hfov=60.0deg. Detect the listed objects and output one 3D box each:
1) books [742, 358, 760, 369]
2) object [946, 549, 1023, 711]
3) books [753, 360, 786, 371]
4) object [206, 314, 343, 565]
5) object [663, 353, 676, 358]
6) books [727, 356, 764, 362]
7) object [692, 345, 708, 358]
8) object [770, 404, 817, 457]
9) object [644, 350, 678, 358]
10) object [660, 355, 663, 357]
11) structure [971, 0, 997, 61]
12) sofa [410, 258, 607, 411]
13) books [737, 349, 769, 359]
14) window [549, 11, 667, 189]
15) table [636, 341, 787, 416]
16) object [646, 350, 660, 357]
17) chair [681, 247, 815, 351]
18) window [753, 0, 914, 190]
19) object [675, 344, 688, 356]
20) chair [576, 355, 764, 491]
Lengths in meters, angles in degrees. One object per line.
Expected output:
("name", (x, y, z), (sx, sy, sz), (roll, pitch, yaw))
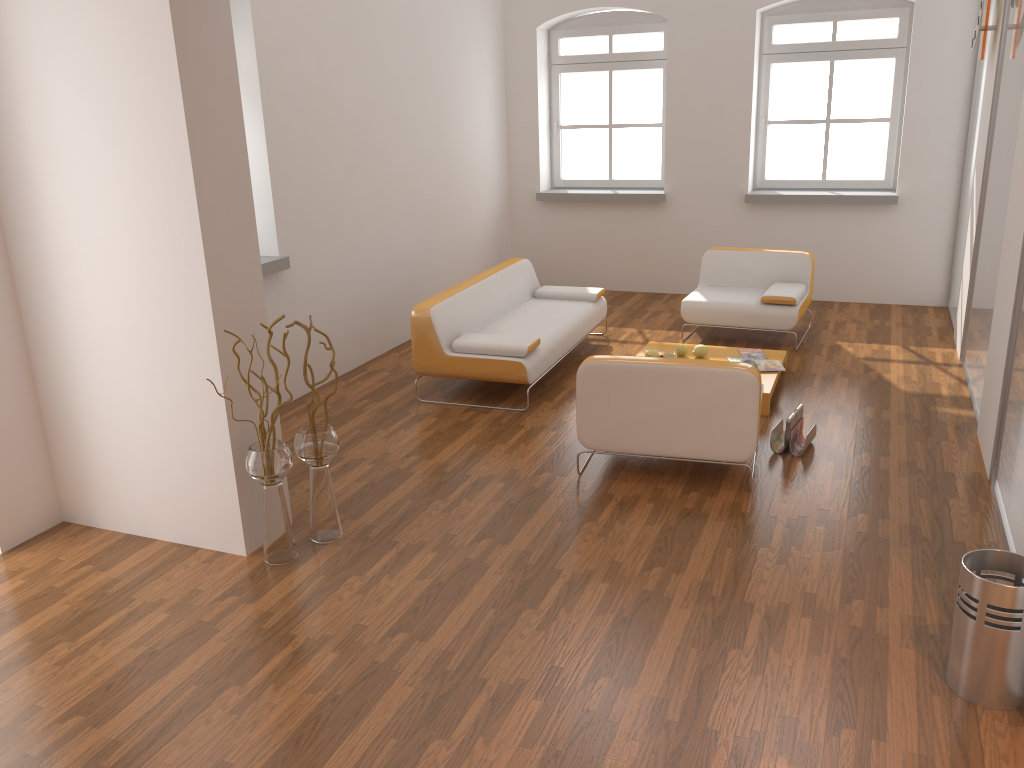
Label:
("books", (1.644, -0.136, 6.042), (0.171, 0.004, 0.249), (15, 25, 43))
("object", (1.586, 0.801, 2.909), (0.248, 0.450, 0.248), (-10, 19, -22))
("books", (1.736, -0.124, 5.983), (0.171, 0.004, 0.249), (0, 18, 6))
("object", (-1.025, 0.249, 3.834), (0.284, 1.112, 0.655), (14, 24, 41))
("object", (1.090, -0.172, 6.134), (0.091, 0.065, 0.092), (-7, 18, -15))
("books", (1.626, -0.165, 6.150), (0.249, 0.004, 0.171), (-3, 18, -2))
("object", (1.327, -0.232, 6.249), (0.105, 0.091, 0.103), (3, 19, 16))
("object", (1.588, 0.254, 4.994), (0.189, 0.217, 0.281), (9, 21, 30))
("object", (1.037, -0.181, 6.190), (0.227, 0.048, 0.227), (2, 18, 12))
("object", (1.033, -0.192, 6.218), (0.134, 0.037, 0.061), (8, 20, 28))
("structure", (3.256, -2.631, 6.039), (0.125, 0.800, 0.605), (5, 19, 22))
("sofa", (0.065, -0.460, 6.659), (0.825, 0.661, 2.010), (5, 19, 20))
("books", (1.707, -0.214, 6.292), (0.171, 0.004, 0.249), (-1, 18, 3))
("window", (1.000, -2.854, 9.020), (1.308, 1.737, 0.142), (5, 19, 22))
("table", (1.318, -0.062, 6.113), (1.000, 0.150, 1.000), (5, 19, 22))
("object", (0.975, -0.191, 6.139), (0.102, 0.095, 0.101), (-4, 18, -7))
("chair", (1.937, -0.724, 7.271), (0.923, 0.661, 0.825), (6, 20, 25))
("window", (2.949, -2.673, 8.244), (1.308, 1.737, 0.142), (5, 19, 22))
("object", (1.206, -0.241, 6.296), (0.094, 0.087, 0.080), (-16, 23, -38))
("chair", (0.889, 0.091, 4.848), (0.923, 0.661, 0.825), (4, 19, 17))
